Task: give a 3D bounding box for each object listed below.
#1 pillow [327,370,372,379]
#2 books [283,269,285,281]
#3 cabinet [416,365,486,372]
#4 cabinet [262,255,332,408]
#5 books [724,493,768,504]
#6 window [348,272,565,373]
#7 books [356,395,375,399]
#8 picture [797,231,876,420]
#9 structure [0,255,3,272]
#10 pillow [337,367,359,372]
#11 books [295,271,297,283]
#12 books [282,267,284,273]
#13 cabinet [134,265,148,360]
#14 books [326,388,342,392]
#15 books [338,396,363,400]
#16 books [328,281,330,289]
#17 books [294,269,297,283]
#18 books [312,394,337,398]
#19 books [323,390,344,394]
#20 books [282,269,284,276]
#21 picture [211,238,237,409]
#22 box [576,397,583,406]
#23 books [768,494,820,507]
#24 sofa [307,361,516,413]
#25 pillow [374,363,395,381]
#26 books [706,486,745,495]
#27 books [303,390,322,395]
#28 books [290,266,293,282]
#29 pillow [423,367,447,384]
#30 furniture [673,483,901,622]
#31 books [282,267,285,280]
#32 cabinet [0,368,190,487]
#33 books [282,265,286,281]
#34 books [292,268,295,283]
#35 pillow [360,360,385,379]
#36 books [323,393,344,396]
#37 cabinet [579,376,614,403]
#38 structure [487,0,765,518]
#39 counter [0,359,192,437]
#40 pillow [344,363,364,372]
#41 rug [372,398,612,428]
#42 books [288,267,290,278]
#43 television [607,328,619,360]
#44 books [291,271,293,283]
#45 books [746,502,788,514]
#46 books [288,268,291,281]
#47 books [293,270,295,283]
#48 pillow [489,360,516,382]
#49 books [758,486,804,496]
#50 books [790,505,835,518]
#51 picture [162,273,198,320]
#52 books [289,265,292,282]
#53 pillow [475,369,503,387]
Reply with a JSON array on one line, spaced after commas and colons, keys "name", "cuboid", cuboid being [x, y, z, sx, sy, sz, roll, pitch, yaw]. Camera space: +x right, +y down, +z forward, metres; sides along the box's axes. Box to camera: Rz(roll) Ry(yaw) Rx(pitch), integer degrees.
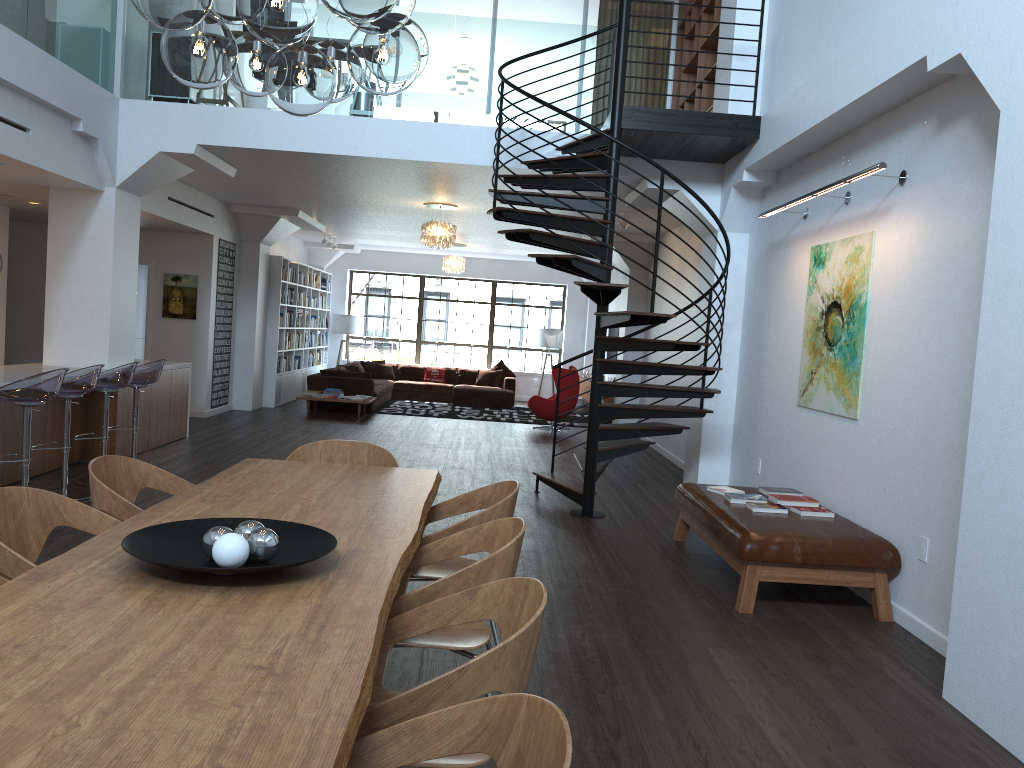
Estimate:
[{"name": "pillow", "cuboid": [-2.645, -0.042, 14.550, 0.750, 0.364, 0.289, 4, 3, -3]}, {"name": "books", "cuboid": [-3.758, -1.782, 14.329, 0.161, 0.222, 0.084, 4, 3, -2]}, {"name": "cabinet", "cuboid": [-1.292, -0.038, 18.850, 1.520, 0.625, 0.350, 4, 3, -2]}, {"name": "cabinet", "cuboid": [-4.000, -0.974, 16.319, 0.461, 2.414, 4.500, 4, 3, -2]}, {"name": "books", "cuboid": [1.552, 0.764, 5.890, 0.247, 0.040, 0.185, 4, 3, 1]}, {"name": "window", "cuboid": [-1.223, -1.329, 19.319, 4.648, 1.905, 0.114, 4, 3, -2]}, {"name": "books", "cuboid": [-2.340, 0.199, 13.998, 0.256, 0.035, 0.350, 5, 4, 23]}, {"name": "picture", "cuboid": [2.232, -0.403, 6.171, 0.010, 1.200, 1.095, 4, 3, -2]}, {"name": "structure", "cuboid": [-5.820, -1.350, 9.954, 0.040, 0.300, 0.300, 4, 3, -2]}, {"name": "pillow", "cuboid": [-2.688, -0.103, 14.812, 0.559, 0.411, 0.269, 7, 5, 44]}, {"name": "books", "cuboid": [-3.792, -1.841, 15.210, 0.167, 0.233, 0.077, 4, 3, -2]}, {"name": "books", "cuboid": [-3.755, -1.767, 14.140, 0.182, 0.215, 0.188, 4, 3, -2]}, {"name": "cabinet", "cuboid": [-6.303, -1.256, 13.518, 0.527, 2.991, 2.630, 4, 3, -2]}, {"name": "books", "cuboid": [-2.823, 0.095, 14.048, 0.224, 0.027, 0.157, 4, 3, 3]}, {"name": "books", "cuboid": [-2.485, 0.208, 13.650, 0.342, 0.040, 0.231, 7, 4, 38]}, {"name": "books", "cuboid": [-3.868, -2.038, 18.466, 0.140, 0.231, 0.042, 4, 3, -2]}, {"name": "books", "cuboid": [-3.781, -1.846, 15.140, 0.182, 0.255, 0.077, 4, 3, -2]}, {"name": "books", "cuboid": [-2.887, 0.182, 13.647, 0.236, 0.035, 0.340, 5, 4, 23]}, {"name": "books", "cuboid": [-2.830, 0.125, 14.052, 0.279, 0.035, 0.191, 4, 3, 8]}, {"name": "books", "cuboid": [-3.766, -1.770, 14.230, 0.167, 0.210, 0.162, 4, 3, -2]}, {"name": "picture", "cuboid": [-4.146, -0.860, 12.769, 0.021, 2.380, 0.800, 4, 3, -2]}, {"name": "box", "cuboid": [1.369, 0.371, 18.937, 0.228, 0.165, 0.368, 4, 3, -2]}, {"name": "books", "cuboid": [1.887, 0.782, 5.941, 0.283, 0.043, 0.197, 4, 3, -2]}, {"name": "sofa", "cuboid": [-1.631, 0.066, 16.340, 3.481, 0.664, 4.197, 4, 3, -2]}, {"name": "pillow", "cuboid": [-2.565, -0.244, 17.764, 0.489, 0.337, 0.238, 2, 4, -32]}, {"name": "books", "cuboid": [1.493, 0.747, 6.208, 0.161, 0.031, 0.223, 2, 4, -24]}, {"name": "books", "cuboid": [-3.142, 0.140, 13.981, 0.241, 0.045, 0.334, 4, 3, 0]}, {"name": "books", "cuboid": [-3.783, -1.846, 14.846, 0.197, 0.290, 0.136, 4, 3, -2]}, {"name": "pillow", "cuboid": [-1.562, -0.169, 17.937, 0.465, 0.308, 0.220, 4, 3, -6]}, {"name": "furniture", "cuboid": [1.687, 1.021, 5.814, 0.907, 0.453, 1.819, 4, 3, -2]}, {"name": "books", "cuboid": [-3.759, -1.778, 14.295, 0.161, 0.218, 0.101, 4, 3, -2]}, {"name": "cabinet", "cuboid": [-4.108, 0.316, 7.943, 0.898, 0.796, 4.493, 4, 3, -2]}, {"name": "books", "cuboid": [-3.766, -1.802, 14.402, 0.170, 0.251, 0.118, 4, 3, -2]}, {"name": "books", "cuboid": [-3.771, -1.832, 14.952, 0.182, 0.253, 0.098, 4, 3, -2]}, {"name": "pillow", "cuboid": [-2.757, -0.281, 17.853, 0.580, 0.418, 0.334, 2, 4, -29]}, {"name": "books", "cuboid": [-2.827, 0.162, 14.051, 0.312, 0.037, 0.216, 3, 3, -12]}, {"name": "cabinet", "cuboid": [1.643, 0.161, 16.543, 0.459, 0.350, 4.501, 4, 3, -2]}, {"name": "structure", "cuboid": [0.775, -1.083, 7.255, 1.998, 4.352, 1.998, 1, 4, -41]}, {"name": "counter", "cuboid": [-3.150, 0.453, 6.350, 3.039, 0.860, 8.182, 2, 4, -31]}, {"name": "pillow", "cuboid": [-2.835, -0.175, 16.235, 0.325, 0.391, 0.625, 5, 3, 15]}, {"name": "rug", "cuboid": [-0.288, 0.516, 15.893, 4.200, 0.007, 3.100, 4, 3, 0]}, {"name": "books", "cuboid": [-3.772, -1.814, 14.644, 0.170, 0.251, 0.118, 4, 3, -2]}, {"name": "television", "cuboid": [1.863, -0.700, 16.431, 0.013, 0.816, 1.324, 4, 3, -2]}, {"name": "books", "cuboid": [-3.772, -1.829, 14.919, 0.159, 0.248, 0.089, 4, 3, -2]}, {"name": "books", "cuboid": [1.617, 0.785, 5.628, 0.224, 0.032, 0.161, 4, 3, -2]}, {"name": "books", "cuboid": [-3.771, -1.813, 14.698, 0.174, 0.242, 0.105, 4, 3, -2]}, {"name": "books", "cuboid": [-3.777, -1.834, 15.038, 0.174, 0.243, 0.085, 4, 3, -2]}, {"name": "pillow", "cuboid": [-0.270, -0.203, 18.016, 0.651, 0.587, 0.335, 3, 4, -23]}, {"name": "books", "cuboid": [1.897, 0.766, 6.260, 0.254, 0.044, 0.183, 4, 3, -7]}, {"name": "books", "cuboid": [1.899, 0.807, 5.611, 0.224, 0.036, 0.161, 3, 3, -8]}, {"name": "picture", "cuboid": [-4.524, -1.193, 12.087, 0.450, 0.600, 0.030, 4, 3, -2]}, {"name": "books", "cuboid": [-3.777, -1.843, 14.784, 0.176, 0.293, 0.125, 4, 3, -2]}, {"name": "pillow", "cuboid": [-0.477, -0.124, 17.850, 0.542, 0.362, 0.248, 5, 4, 19]}]
